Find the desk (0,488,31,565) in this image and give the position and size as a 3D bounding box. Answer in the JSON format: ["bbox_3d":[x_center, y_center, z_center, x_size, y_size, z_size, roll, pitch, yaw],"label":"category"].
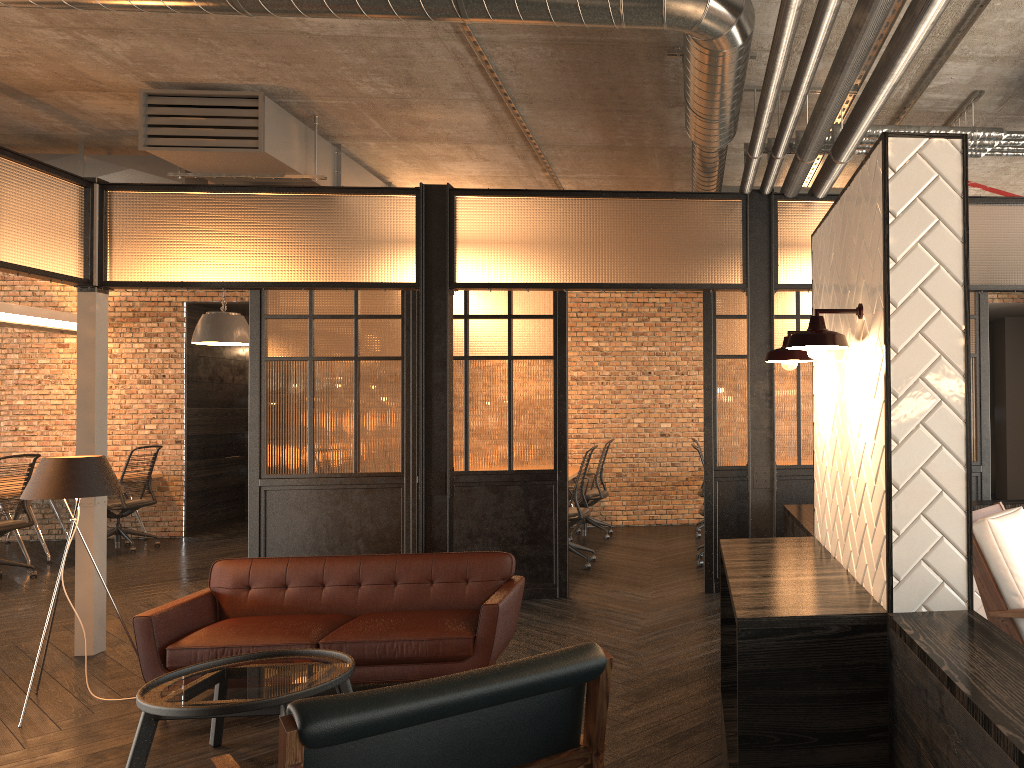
[{"bbox_3d":[-4.846,1.292,6.842,0.800,0.720,1.658,-1,-2,9],"label":"desk"}]

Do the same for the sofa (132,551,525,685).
[{"bbox_3d":[-0.815,1.200,4.122,1.656,0.637,0.659,0,-1,-3],"label":"sofa"}]

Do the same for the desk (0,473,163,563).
[{"bbox_3d":[-4.497,1.340,8.467,0.800,0.720,1.658,-1,-2,9],"label":"desk"}]

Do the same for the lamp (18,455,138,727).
[{"bbox_3d":[-1.932,0.943,4.169,0.972,1.178,0.467,1,-2,-37],"label":"lamp"}]

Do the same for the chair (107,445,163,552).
[{"bbox_3d":[-4.057,1.165,8.533,0.709,1.062,0.691,0,-1,3],"label":"chair"}]

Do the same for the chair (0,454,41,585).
[{"bbox_3d":[-4.411,1.116,6.889,0.709,1.062,0.691,0,-1,3],"label":"chair"}]

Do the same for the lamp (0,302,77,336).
[{"bbox_3d":[-5.111,-0.996,7.543,0.295,0.857,3.450,-1,-2,12],"label":"lamp"}]

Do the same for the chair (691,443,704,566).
[{"bbox_3d":[1.969,1.065,7.514,0.709,1.062,0.691,0,-1,3],"label":"chair"}]

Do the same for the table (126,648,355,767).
[{"bbox_3d":[-0.998,1.303,3.195,0.739,0.372,0.689,0,-2,-2],"label":"table"}]

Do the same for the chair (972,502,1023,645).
[{"bbox_3d":[2.457,1.011,3.595,0.799,0.906,0.833,-2,-2,43],"label":"chair"}]

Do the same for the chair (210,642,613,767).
[{"bbox_3d":[-0.293,1.053,2.210,0.865,0.795,0.871,0,-2,-31],"label":"chair"}]

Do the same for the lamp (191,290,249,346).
[{"bbox_3d":[-2.408,-1.084,6.949,0.513,1.502,0.377,0,-1,-35],"label":"lamp"}]

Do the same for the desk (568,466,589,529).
[{"bbox_3d":[0.319,1.302,8.944,0.800,0.720,1.658,-1,-2,9],"label":"desk"}]

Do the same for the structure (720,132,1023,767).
[{"bbox_3d":[2.755,0.386,3.042,4.027,2.114,3.692,-1,-2,2],"label":"structure"}]

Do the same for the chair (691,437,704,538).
[{"bbox_3d":[2.312,1.113,9.109,0.709,1.062,0.691,0,-1,3],"label":"chair"}]

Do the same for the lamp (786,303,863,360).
[{"bbox_3d":[0.940,-0.159,2.530,0.262,0.171,0.166,0,-2,-31],"label":"lamp"}]

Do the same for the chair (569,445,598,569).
[{"bbox_3d":[0.405,1.078,7.367,0.709,1.062,0.691,0,-1,3],"label":"chair"}]

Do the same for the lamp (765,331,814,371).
[{"bbox_3d":[1.093,-0.138,3.241,0.262,0.171,0.166,0,-2,-31],"label":"lamp"}]

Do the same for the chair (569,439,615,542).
[{"bbox_3d":[0.758,1.127,9.010,0.709,1.062,0.691,0,-1,3],"label":"chair"}]

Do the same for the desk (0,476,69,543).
[{"bbox_3d":[-5.319,1.347,8.385,0.800,0.720,1.658,-1,-2,9],"label":"desk"}]
